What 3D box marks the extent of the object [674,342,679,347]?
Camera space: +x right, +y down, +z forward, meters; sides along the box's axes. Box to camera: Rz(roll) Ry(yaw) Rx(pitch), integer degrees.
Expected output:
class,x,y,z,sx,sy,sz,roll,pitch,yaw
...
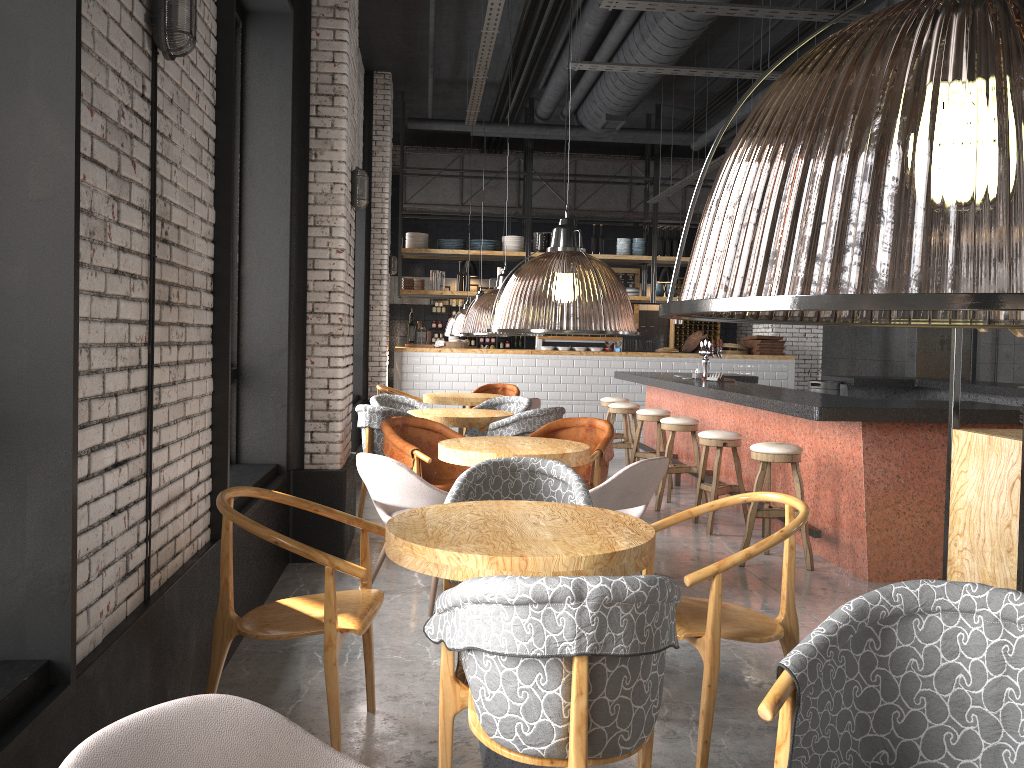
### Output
class,x,y,z,sx,sy,sz,roll,pitch,yaw
object,3.054,-0.737,16.526,0.079,0.079,0.281,1,3,-6

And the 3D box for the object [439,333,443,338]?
class,x,y,z,sx,sy,sz,roll,pitch,yaw
object,-1.300,-0.888,16.185,0.071,0.083,0.071,3,3,34

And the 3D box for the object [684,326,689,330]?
class,x,y,z,sx,sy,sz,roll,pitch,yaw
object,3.249,-1.048,16.528,0.079,0.079,0.284,1,3,-6

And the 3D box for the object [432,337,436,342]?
class,x,y,z,sx,sy,sz,roll,pitch,yaw
object,-1.423,-0.808,16.178,0.071,0.083,0.071,1,2,4

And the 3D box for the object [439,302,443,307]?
class,x,y,z,sx,sy,sz,roll,pitch,yaw
object,-1.290,-1.456,16.170,0.071,0.083,0.071,2,2,19

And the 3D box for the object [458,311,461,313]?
class,x,y,z,sx,sy,sz,roll,pitch,yaw
object,-0.956,-1.295,16.208,0.071,0.083,0.071,1,2,-16

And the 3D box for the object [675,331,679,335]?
class,x,y,z,sx,sy,sz,roll,pitch,yaw
object,3.057,-0.947,16.535,0.079,0.079,0.281,1,3,-6

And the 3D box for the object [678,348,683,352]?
class,x,y,z,sx,sy,sz,roll,pitch,yaw
object,3.145,-0.630,16.539,0.079,0.079,0.281,1,3,-6

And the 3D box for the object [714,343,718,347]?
class,x,y,z,sx,sy,sz,roll,pitch,yaw
object,3.805,-0.723,16.601,0.079,0.079,0.281,1,3,-6

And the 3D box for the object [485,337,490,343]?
class,x,y,z,sx,sy,sz,roll,pitch,yaw
object,-0.452,-0.820,16.296,0.100,0.139,0.088,1,2,-5

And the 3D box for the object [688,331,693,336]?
class,x,y,z,sx,sy,sz,roll,pitch,yaw
object,3.338,-0.943,16.568,0.079,0.079,0.281,1,3,-6

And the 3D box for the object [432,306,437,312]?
class,x,y,z,sx,sy,sz,roll,pitch,yaw
object,-1.411,-1.361,16.162,0.076,0.111,0.076,1,2,4

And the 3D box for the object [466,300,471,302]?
class,x,y,z,sx,sy,sz,roll,pitch,yaw
object,-0.796,-1.572,16.235,0.079,0.280,0.079,1,2,-2

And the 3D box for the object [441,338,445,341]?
class,x,y,z,sx,sy,sz,roll,pitch,yaw
object,-1.262,-0.805,16.193,0.071,0.083,0.071,2,2,19

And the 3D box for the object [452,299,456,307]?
class,x,y,z,sx,sy,sz,roll,pitch,yaw
object,-1.055,-1.491,16.192,0.079,0.156,0.079,2,2,24

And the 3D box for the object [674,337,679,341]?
class,x,y,z,sx,sy,sz,roll,pitch,yaw
object,3.057,-0.841,16.514,0.079,0.079,0.281,1,3,-6

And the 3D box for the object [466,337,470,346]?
class,x,y,z,sx,sy,sz,roll,pitch,yaw
object,-0.809,-0.832,16.255,0.079,0.280,0.079,1,2,3

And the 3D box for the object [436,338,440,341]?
class,x,y,z,sx,sy,sz,roll,pitch,yaw
object,-1.344,-0.806,16.185,0.071,0.083,0.071,1,2,-16

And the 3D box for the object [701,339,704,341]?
class,x,y,z,sx,sy,sz,roll,pitch,yaw
object,3.526,-0.833,16.570,0.079,0.079,0.281,1,3,-6

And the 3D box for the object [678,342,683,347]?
class,x,y,z,sx,sy,sz,roll,pitch,yaw
object,3.145,-0.736,16.555,0.079,0.079,0.281,1,3,-6

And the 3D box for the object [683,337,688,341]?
class,x,y,z,sx,sy,sz,roll,pitch,yaw
object,3.242,-0.839,16.558,0.079,0.079,0.281,1,3,-6

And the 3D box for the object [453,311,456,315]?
class,x,y,z,sx,sy,sz,roll,pitch,yaw
object,-1.050,-1.297,16.199,0.071,0.083,0.071,2,2,19

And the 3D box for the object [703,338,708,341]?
class,x,y,z,sx,sy,sz,roll,pitch,yaw
object,3.618,-0.833,16.599,0.079,0.079,0.281,1,3,-6

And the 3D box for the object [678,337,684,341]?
class,x,y,z,sx,sy,sz,roll,pitch,yaw
object,3.152,-0.839,16.509,0.079,0.079,0.281,1,3,-6

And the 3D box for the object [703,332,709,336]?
class,x,y,z,sx,sy,sz,roll,pitch,yaw
object,3.622,-0.937,16.576,0.079,0.079,0.281,1,3,-6

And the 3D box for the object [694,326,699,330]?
class,x,y,z,sx,sy,sz,roll,pitch,yaw
object,3.436,-1.045,16.555,0.079,0.079,0.284,1,3,-6

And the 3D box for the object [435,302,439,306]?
class,x,y,z,sx,sy,sz,roll,pitch,yaw
object,-1.372,-1.457,16.162,0.071,0.083,0.071,1,2,-16

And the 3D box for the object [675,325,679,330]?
class,x,y,z,sx,sy,sz,roll,pitch,yaw
object,3.063,-1.050,16.495,0.079,0.079,0.284,1,3,-6

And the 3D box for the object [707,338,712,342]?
class,x,y,z,sx,sy,sz,roll,pitch,yaw
object,3.712,-0.831,16.604,0.079,0.079,0.281,1,3,-6

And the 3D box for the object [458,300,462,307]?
class,x,y,z,sx,sy,sz,roll,pitch,yaw
object,-0.948,-1.489,16.203,0.079,0.156,0.079,1,2,-21

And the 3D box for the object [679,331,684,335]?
class,x,y,z,sx,sy,sz,roll,pitch,yaw
object,3.154,-0.944,16.510,0.079,0.079,0.281,1,3,-6

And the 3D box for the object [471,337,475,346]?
class,x,y,z,sx,sy,sz,roll,pitch,yaw
object,-0.715,-0.830,16.265,0.079,0.280,0.079,0,2,-37

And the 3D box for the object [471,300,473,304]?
class,x,y,z,sx,sy,sz,roll,pitch,yaw
object,-0.703,-1.570,16.244,0.079,0.280,0.079,0,2,-27

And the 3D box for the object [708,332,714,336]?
class,x,y,z,sx,sy,sz,roll,pitch,yaw
object,3.718,-0.934,16.562,0.079,0.079,0.281,1,3,-6

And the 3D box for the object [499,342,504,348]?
class,x,y,z,sx,sy,sz,roll,pitch,yaw
object,-0.193,-0.712,16.303,0.076,0.111,0.076,0,3,-41

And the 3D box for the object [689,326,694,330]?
class,x,y,z,sx,sy,sz,roll,pitch,yaw
object,3.342,-1.047,16.546,0.079,0.079,0.284,1,3,-6

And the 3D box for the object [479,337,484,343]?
class,x,y,z,sx,sy,sz,roll,pitch,yaw
object,-0.560,-0.822,16.285,0.100,0.139,0.088,1,2,-5

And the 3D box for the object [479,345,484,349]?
class,x,y,z,sx,sy,sz,roll,pitch,yaw
object,-0.556,-0.675,16.281,0.092,0.112,0.100,1,2,-19

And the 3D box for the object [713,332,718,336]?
class,x,y,z,sx,sy,sz,roll,pitch,yaw
object,3.810,-0.933,16.594,0.079,0.079,0.281,1,3,-6

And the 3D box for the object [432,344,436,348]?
class,x,y,z,sx,sy,sz,roll,pitch,yaw
object,-1.446,-0.690,16.195,0.085,0.111,0.119,3,3,43

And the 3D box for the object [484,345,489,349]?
class,x,y,z,sx,sy,sz,roll,pitch,yaw
object,-0.462,-0.672,16.292,0.092,0.108,0.105,2,2,6

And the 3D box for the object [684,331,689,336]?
class,x,y,z,sx,sy,sz,roll,pitch,yaw
object,3.246,-0.943,16.539,0.079,0.079,0.281,1,3,-6

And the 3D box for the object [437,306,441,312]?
class,x,y,z,sx,sy,sz,roll,pitch,yaw
object,-1.329,-1.360,16.169,0.076,0.111,0.076,2,2,14

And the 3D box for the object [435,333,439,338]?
class,x,y,z,sx,sy,sz,roll,pitch,yaw
object,-1.377,-0.890,16.184,0.071,0.083,0.071,2,2,19

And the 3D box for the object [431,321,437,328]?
class,x,y,z,sx,sy,sz,roll,pitch,yaw
object,-1.423,-1.083,16.192,0.100,0.139,0.088,1,2,-5

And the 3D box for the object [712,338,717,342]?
class,x,y,z,sx,sy,sz,roll,pitch,yaw
object,3.806,-0.829,16.613,0.079,0.079,0.281,1,3,-6

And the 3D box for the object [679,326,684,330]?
class,x,y,z,sx,sy,sz,roll,pitch,yaw
object,3.155,-1.050,16.527,0.079,0.079,0.284,1,3,-6

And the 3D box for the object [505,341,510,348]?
class,x,y,z,sx,sy,sz,roll,pitch,yaw
object,-0.083,-0.725,16.335,0.100,0.139,0.088,1,2,-5

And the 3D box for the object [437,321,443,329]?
class,x,y,z,sx,sy,sz,roll,pitch,yaw
object,-1.315,-1.081,16.203,0.100,0.139,0.088,1,2,-5

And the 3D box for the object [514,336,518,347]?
class,x,y,z,sx,sy,sz,roll,pitch,yaw
object,0.073,-0.816,16.341,0.079,0.280,0.079,2,2,13

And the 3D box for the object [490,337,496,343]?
class,x,y,z,sx,sy,sz,roll,pitch,yaw
object,-0.350,-0.818,16.306,0.100,0.139,0.088,1,2,-5

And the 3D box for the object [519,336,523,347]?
class,x,y,z,sx,sy,sz,roll,pitch,yaw
object,0.163,-0.815,16.353,0.079,0.280,0.079,1,2,-2

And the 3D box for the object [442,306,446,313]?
class,x,y,z,sx,sy,sz,roll,pitch,yaw
object,-1.247,-1.359,16.179,0.076,0.111,0.076,1,2,-11
